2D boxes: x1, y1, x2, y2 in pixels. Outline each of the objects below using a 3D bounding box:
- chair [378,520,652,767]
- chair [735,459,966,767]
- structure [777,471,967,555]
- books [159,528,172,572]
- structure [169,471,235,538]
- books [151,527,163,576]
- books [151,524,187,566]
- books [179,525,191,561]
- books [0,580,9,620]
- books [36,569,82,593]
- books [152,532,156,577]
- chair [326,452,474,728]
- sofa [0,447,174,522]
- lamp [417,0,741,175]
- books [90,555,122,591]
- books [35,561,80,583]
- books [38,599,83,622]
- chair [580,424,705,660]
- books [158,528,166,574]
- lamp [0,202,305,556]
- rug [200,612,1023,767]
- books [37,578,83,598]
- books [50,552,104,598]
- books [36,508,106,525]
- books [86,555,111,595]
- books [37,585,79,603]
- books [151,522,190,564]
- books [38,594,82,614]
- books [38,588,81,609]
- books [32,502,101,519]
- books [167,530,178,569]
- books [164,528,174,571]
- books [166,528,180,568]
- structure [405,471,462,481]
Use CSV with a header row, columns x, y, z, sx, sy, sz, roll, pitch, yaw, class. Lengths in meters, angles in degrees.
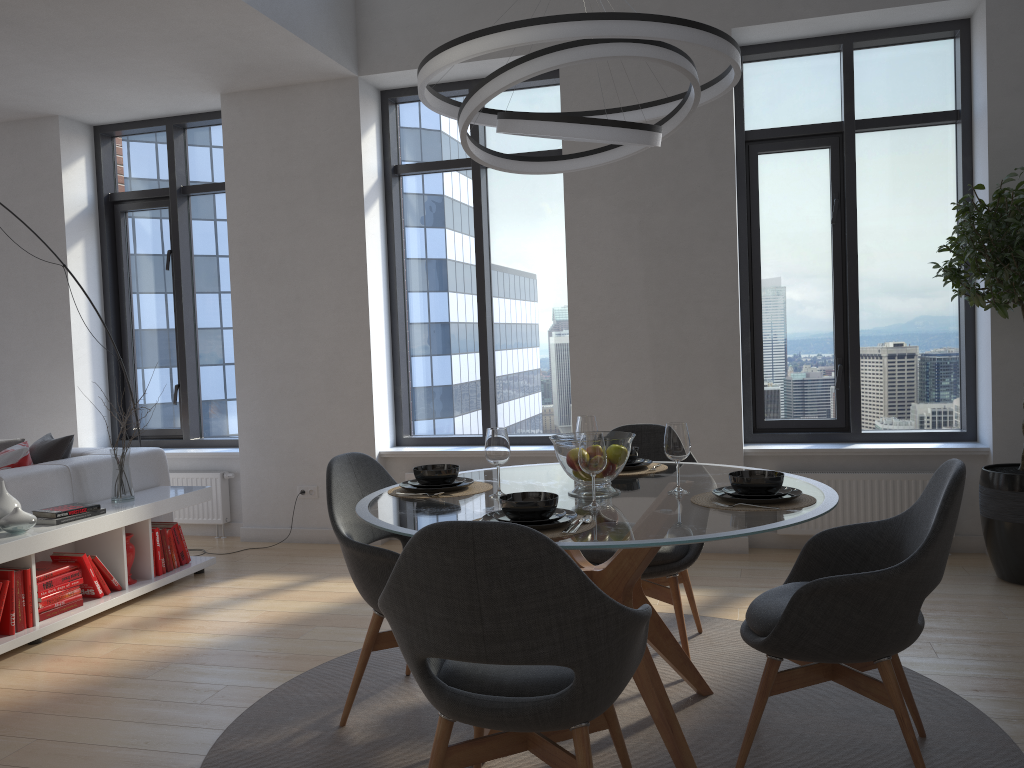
x,y,z,sx,sy,sz,roll,pitch,yaw,class
0.019,0.717,2.162,0.655,0.891,0.619,-1,3,17,chair
0.971,0.662,2.562,0.619,0.891,0.655,-1,3,22,chair
2.029,0.731,5.047,1.015,0.460,0.110,-2,3,15,structure
-2.000,0.919,4.912,0.199,0.252,0.076,-2,3,15,books
-2.400,0.850,6.270,1.015,0.460,0.110,-2,3,15,structure
-2.012,0.913,4.846,0.198,0.268,0.050,-2,3,15,books
-1.971,0.914,5.037,0.187,0.249,0.119,-2,3,15,books
-1.958,0.920,5.103,0.173,0.230,0.103,-2,3,15,books
-2.291,0.979,3.845,0.192,0.245,0.115,-2,3,15,books
-2.231,0.930,4.211,0.206,0.039,0.279,-2,3,14,books
-2.013,0.924,4.809,0.168,0.250,0.026,-2,3,15,books
-0.310,0.689,3.097,0.619,0.891,0.655,-1,3,22,chair
-3.773,0.859,4.166,2.614,0.732,3.424,-2,3,15,sofa
0.127,-2.962,2.705,1.000,4.513,1.000,-1,3,17,lamp
-2.120,0.958,4.493,0.188,0.223,0.186,-2,3,16,books
-2.257,0.896,4.210,0.227,0.032,0.301,-2,3,15,books
-2.216,1.066,4.208,0.206,0.034,0.259,-1,3,18,books
0.504,0.634,3.611,0.655,0.891,0.619,-1,3,17,chair
-2.001,0.917,4.876,0.185,0.262,0.056,-2,3,16,books
-2.844,-0.176,5.078,3.199,2.647,0.710,-4,3,-39,lamp
0.283,1.119,2.885,2.499,0.010,2.499,-3,3,-12,rug
-2.213,0.962,4.210,0.191,0.027,0.261,-1,3,19,books
-2.155,0.949,4.395,0.192,0.248,0.134,-2,3,15,books
-2.195,0.644,4.333,0.245,0.026,0.300,-1,3,20,books
-2.136,0.955,4.440,0.171,0.232,0.148,-1,3,17,books
-2.210,0.988,4.201,0.178,0.023,0.236,-2,3,15,books
-1.966,0.908,5.069,0.198,0.255,0.116,-2,3,15,books
-2.212,1.037,4.196,0.187,0.026,0.266,-1,3,21,books
-2.217,1.011,4.207,0.182,0.025,0.257,-2,3,15,books
-2.172,0.616,4.324,0.188,0.027,0.238,-1,3,29,books
-1.977,0.925,4.973,0.165,0.230,0.081,-2,3,15,books
-1.981,0.921,4.938,0.175,0.247,0.066,-2,3,16,books
-1.974,0.923,4.997,0.178,0.233,0.083,-2,3,15,books
-0.184,0.790,5.658,1.015,0.460,0.110,-2,3,15,structure
